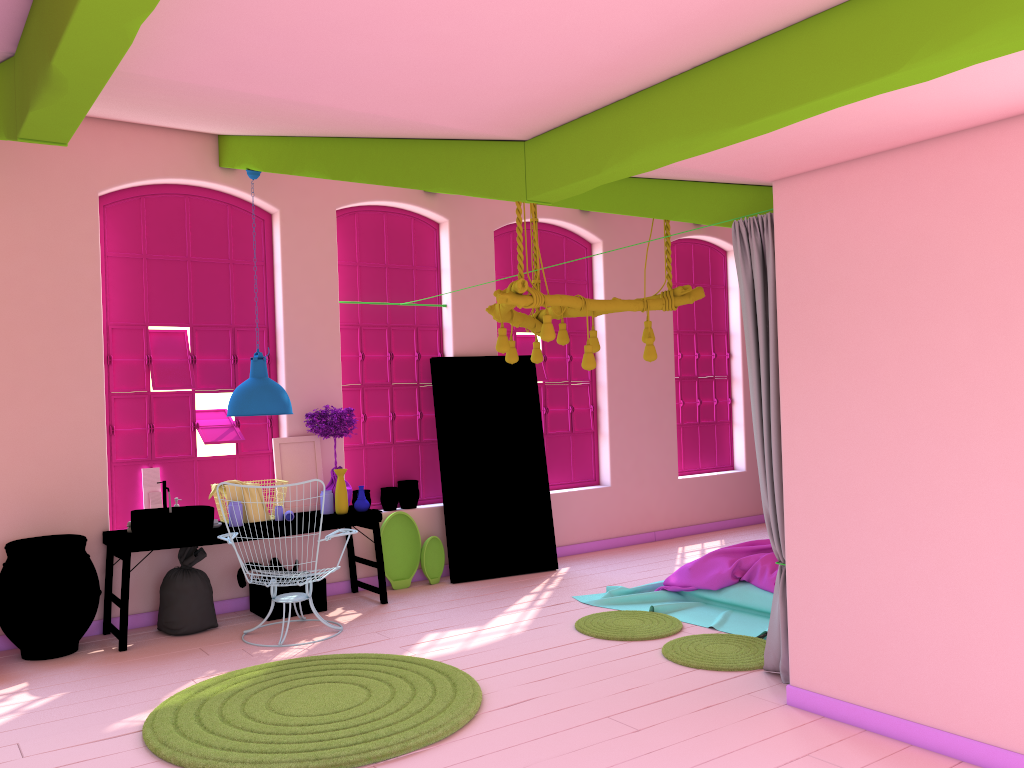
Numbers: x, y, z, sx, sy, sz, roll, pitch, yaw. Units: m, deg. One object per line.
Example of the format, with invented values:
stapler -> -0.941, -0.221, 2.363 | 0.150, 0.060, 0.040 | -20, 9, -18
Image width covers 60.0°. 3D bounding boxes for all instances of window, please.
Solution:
window -> -1.208, -0.276, 8.819 | 1.274, 3.047, 0.072 | -2, 0, -35
window -> 0.346, -0.304, 9.923 | 1.513, 3.009, 0.214 | -2, 0, -35
window -> 2.368, -0.364, 11.325 | 1.274, 3.047, 0.072 | -2, 0, -35
window -> -2.782, -0.230, 7.722 | 1.497, 3.003, 0.492 | -2, 0, -35

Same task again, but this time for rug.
rug -> 0.884, 1.830, 6.744 | 0.793, 0.021, 0.792 | -3, -1, 37
rug -> 1.420, 1.801, 5.977 | 0.792, 0.021, 0.792 | -2, -1, -8
rug -> -1.129, 1.867, 5.186 | 1.889, 0.050, 1.888 | -3, -1, 42

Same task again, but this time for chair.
chair -> -1.720, 1.317, 6.799 | 1.078, 1.238, 0.925 | -2, 0, 0

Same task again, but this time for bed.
bed -> 2.715, 1.541, 7.622 | 3.576, 0.514, 2.803 | -1, -1, -35

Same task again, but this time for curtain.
curtain -> 1.623, 0.402, 5.249 | 0.518, 2.785, 0.525 | -2, 0, 36

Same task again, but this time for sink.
sink -> -2.632, 1.063, 6.894 | 0.609, 0.194, 0.340 | -1, -1, -35

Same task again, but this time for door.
door -> -0.177, 0.809, 8.931 | 1.153, 2.211, 0.450 | -2, 0, -25

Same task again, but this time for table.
table -> -2.182, 1.546, 7.405 | 2.192, 0.821, 0.655 | -1, -1, -35

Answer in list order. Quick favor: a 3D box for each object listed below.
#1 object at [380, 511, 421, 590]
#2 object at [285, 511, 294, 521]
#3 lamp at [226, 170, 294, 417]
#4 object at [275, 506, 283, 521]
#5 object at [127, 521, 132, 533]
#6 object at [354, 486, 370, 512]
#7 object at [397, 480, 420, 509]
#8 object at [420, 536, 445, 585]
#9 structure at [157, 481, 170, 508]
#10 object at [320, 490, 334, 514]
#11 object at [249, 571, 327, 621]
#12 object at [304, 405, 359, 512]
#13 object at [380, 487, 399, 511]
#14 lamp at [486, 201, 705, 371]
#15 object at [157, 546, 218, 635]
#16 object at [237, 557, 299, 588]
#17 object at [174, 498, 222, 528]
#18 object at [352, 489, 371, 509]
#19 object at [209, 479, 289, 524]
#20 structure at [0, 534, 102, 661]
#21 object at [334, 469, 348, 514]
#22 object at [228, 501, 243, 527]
object -> -1.111, 1.568, 8.435 | 0.451, 0.733, 0.218 | -2, 0, -35
object -> -1.869, 1.108, 7.447 | 0.076, 0.076, 0.137 | -2, -1, -15
lamp -> -2.079, -0.746, 7.205 | 0.529, 2.002, 0.529 | -2, 0, -3
object -> -1.959, 1.087, 7.459 | 0.065, 0.118, 0.065 | -2, 0, 14
object -> -2.980, 1.119, 6.970 | 0.086, 0.088, 0.088 | -2, 0, -18
object -> -1.320, 1.006, 7.783 | 0.132, 0.219, 0.132 | -2, 0, -18
object -> -1.025, 1.092, 8.773 | 0.223, 0.272, 0.223 | -2, -1, 42
object -> -0.795, 1.693, 8.563 | 0.137, 0.462, 0.284 | -2, 0, 40
structure -> -2.763, 0.971, 7.032 | 0.087, 0.397, 0.166 | -2, 0, -26
object -> -1.615, 1.031, 7.738 | 0.109, 0.197, 0.109 | -2, 0, 2
object -> -1.923, 1.811, 7.608 | 0.521, 0.277, 0.446 | -1, -1, -35
object -> -1.592, 0.657, 7.905 | 0.441, 0.950, 0.502 | -2, 0, 15
object -> -1.194, 1.121, 8.650 | 0.182, 0.222, 0.182 | -2, 0, 38
lamp -> 0.268, -1.208, 6.402 | 1.611, 2.264, 1.775 | -2, 0, 37
object -> -5.006, 1.218, 4.007 | 7.863, 1.580, 2.827 | -1, -1, -34
object -> -2.063, 1.722, 7.551 | 0.300, 0.448, 0.672 | -2, -1, 31
object -> -2.562, 1.041, 7.199 | 0.411, 0.250, 0.165 | -2, 0, 0
object -> -1.438, 1.127, 8.480 | 0.182, 0.222, 0.182 | -2, 0, 32
object -> -2.225, 0.976, 7.483 | 0.633, 0.369, 0.444 | -2, -1, -35
structure -> -3.419, 1.566, 6.540 | 0.718, 0.845, 0.718 | -2, 0, 22
object -> -1.474, 0.928, 7.654 | 0.116, 0.383, 0.116 | -2, 0, 29
object -> -2.244, 1.055, 7.205 | 0.109, 0.197, 0.109 | -2, 0, -43
